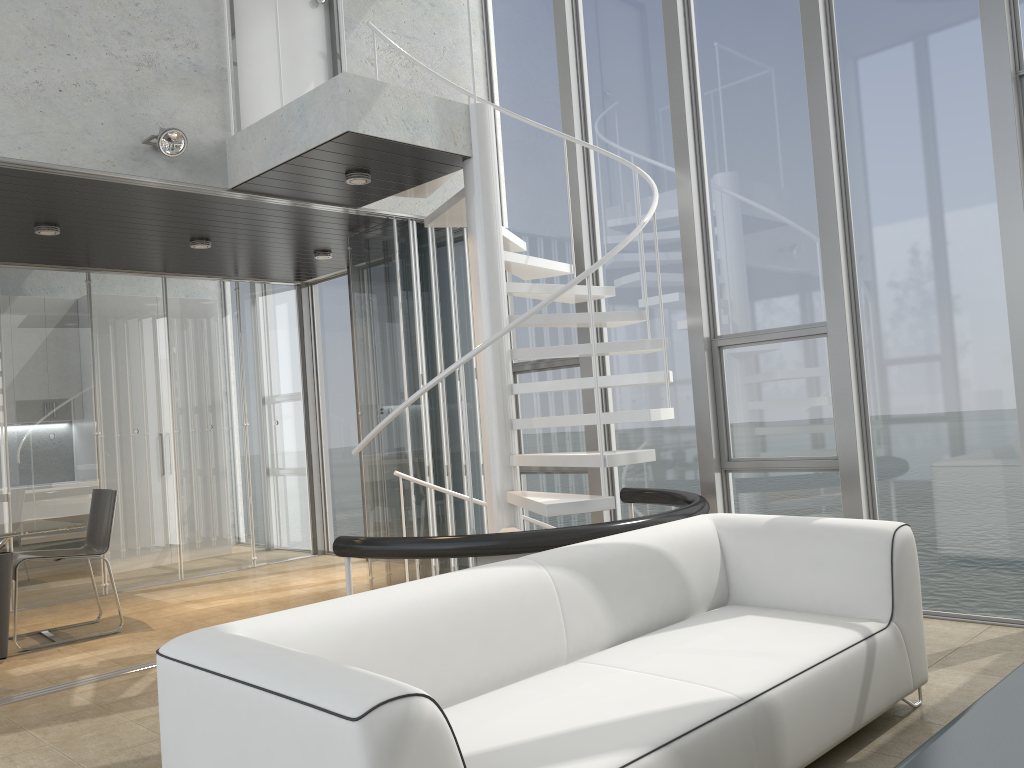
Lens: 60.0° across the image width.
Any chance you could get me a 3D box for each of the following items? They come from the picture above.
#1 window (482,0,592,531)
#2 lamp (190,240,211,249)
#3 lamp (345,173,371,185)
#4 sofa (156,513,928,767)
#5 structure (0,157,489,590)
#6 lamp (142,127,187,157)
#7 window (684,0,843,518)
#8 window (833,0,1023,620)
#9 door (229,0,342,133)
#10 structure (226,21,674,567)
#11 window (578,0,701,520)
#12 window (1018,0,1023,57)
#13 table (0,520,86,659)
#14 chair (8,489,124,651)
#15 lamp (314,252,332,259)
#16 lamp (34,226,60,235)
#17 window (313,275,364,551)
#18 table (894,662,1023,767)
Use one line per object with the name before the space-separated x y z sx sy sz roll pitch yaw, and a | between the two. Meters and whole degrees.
window | 0.176 -1.406 6.643 0.050 5.700 0.800 -2 -3 -45
lamp | -2.343 -1.050 6.676 0.149 0.038 0.149 -3 -3 -30
lamp | -0.907 -1.210 5.226 0.149 0.038 0.149 -3 -3 -30
sofa | 0.333 0.896 2.839 2.601 0.638 0.971 -2 -3 -45
structure | -1.907 -1.905 1.750 10.665 6.605 9.817 -6 -3 44
lamp | -1.924 -1.332 4.940 0.197 0.154 0.254 -2 -3 -45
window | 1.458 -1.548 5.349 0.050 5.700 0.800 -2 -3 -45
window | 2.110 -1.619 4.713 0.010 5.653 0.742 -2 -3 -45
door | -1.497 -2.524 5.751 0.800 2.100 0.100 -2 -3 -45
structure | -2.556 1.118 4.573 6.700 6.900 4.916 -2 -3 -45
window | 0.828 -1.477 6.007 0.010 5.653 0.742 -2 -3 -45
window | 2.654 -3.036 4.118 0.010 2.947 0.742 -2 -3 -45
table | -3.742 1.298 5.035 2.250 0.733 0.900 -2 -3 -45
chair | -2.959 1.184 5.806 0.660 0.922 0.546 -2 -3 -40
lamp | -1.584 -1.076 7.431 0.149 0.038 0.149 -3 -3 -30
lamp | -3.103 -1.025 5.921 0.149 0.038 0.149 -3 -3 -30
window | -1.629 0.302 8.537 0.010 2.646 0.742 -2 -3 -45
table | 1.341 0.998 2.086 1.420 0.390 0.532 -2 -3 -45
